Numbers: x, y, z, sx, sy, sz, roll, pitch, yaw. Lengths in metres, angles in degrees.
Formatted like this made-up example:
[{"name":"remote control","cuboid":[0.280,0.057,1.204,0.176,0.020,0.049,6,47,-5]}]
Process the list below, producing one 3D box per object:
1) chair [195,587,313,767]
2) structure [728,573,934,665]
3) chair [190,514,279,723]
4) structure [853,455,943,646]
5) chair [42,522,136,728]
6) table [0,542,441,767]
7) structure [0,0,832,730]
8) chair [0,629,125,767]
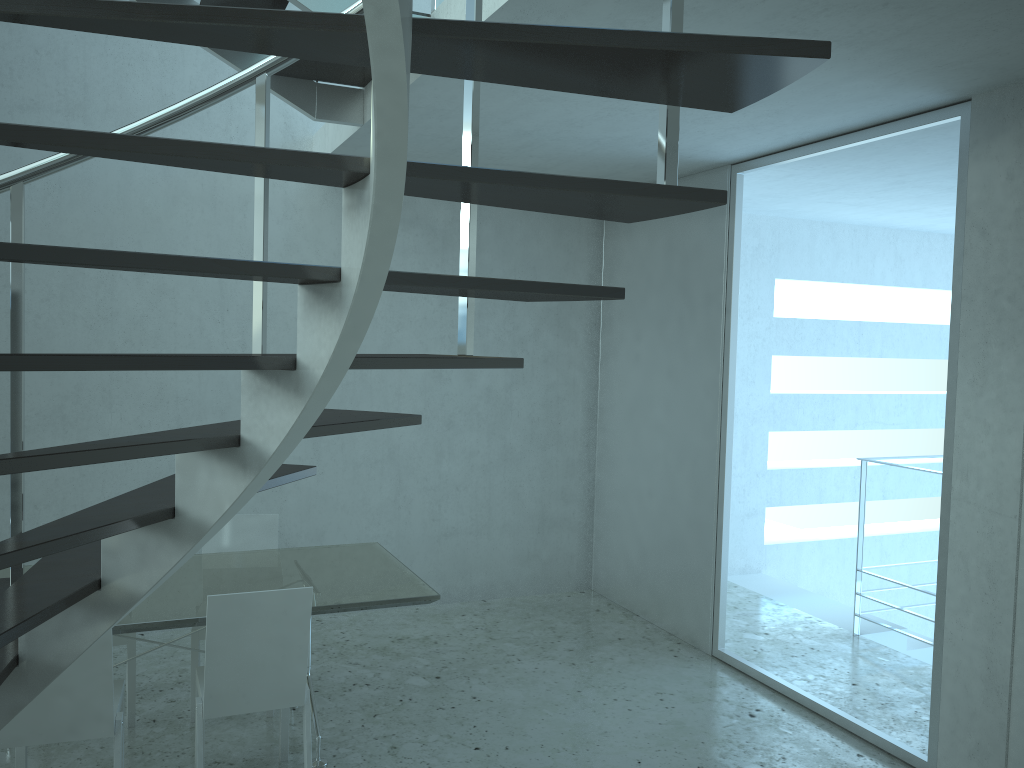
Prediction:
[{"name":"chair","cuboid":[-1.007,1.157,3.420,0.410,0.857,0.492,0,3,-24]},{"name":"structure","cuboid":[5.128,3.135,8.341,7.667,3.225,2.580,0,3,-24]},{"name":"chair","cuboid":[-1.333,1.105,4.300,0.410,0.857,0.492,1,3,-14]},{"name":"structure","cuboid":[4.355,1.996,5.702,4.222,2.960,1.606,0,3,-24]},{"name":"chair","cuboid":[-1.956,1.098,4.090,0.413,0.857,0.492,0,3,-29]},{"name":"table","cuboid":[-1.467,1.198,3.726,2.100,0.720,1.000,0,3,-24]},{"name":"structure","cuboid":[-0.562,-0.344,0.599,2.655,4.156,3.780,0,3,-24]},{"name":"chair","cuboid":[-1.591,1.154,3.134,0.413,0.857,0.492,1,3,-19]}]
